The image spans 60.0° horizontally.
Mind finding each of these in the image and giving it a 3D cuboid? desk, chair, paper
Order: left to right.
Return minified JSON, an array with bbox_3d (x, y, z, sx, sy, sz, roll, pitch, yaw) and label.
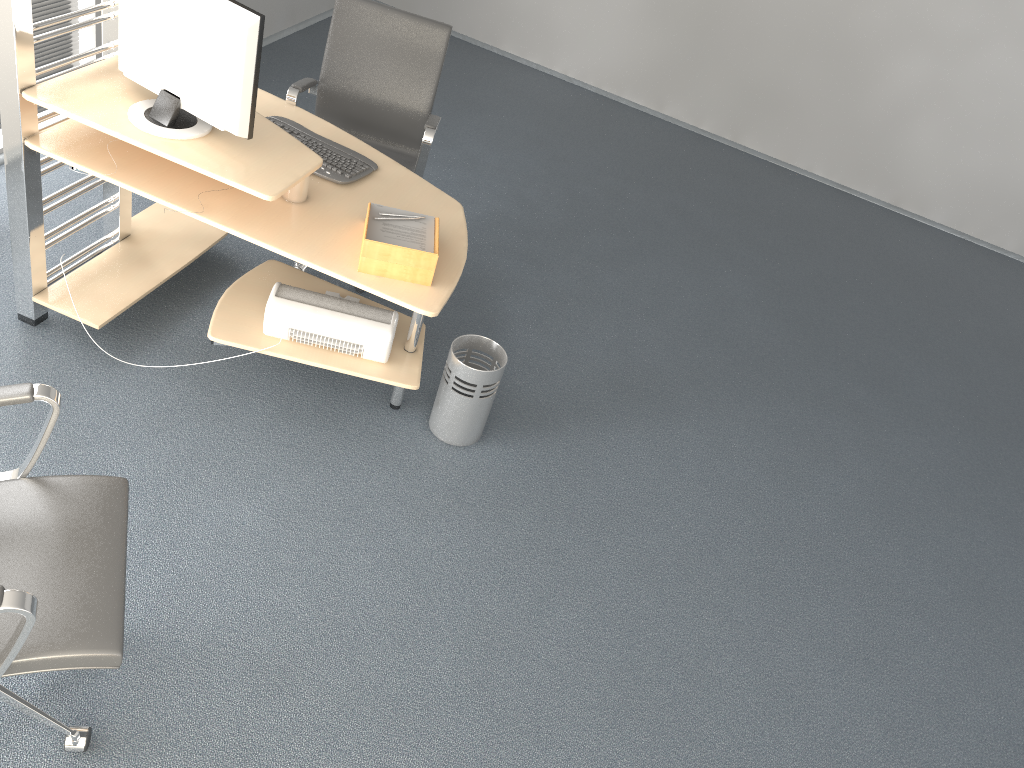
[{"bbox_3d":[-1.148,0.381,1.825,0.652,1.048,0.584,1,41,-23],"label":"chair"},{"bbox_3d":[-0.745,-0.783,3.022,1.469,1.566,0.967,23,37,4],"label":"desk"},{"bbox_3d":[-0.640,-0.967,3.726,0.584,1.048,0.652,15,37,-7],"label":"chair"},{"bbox_3d":[-0.348,-0.470,2.779,0.210,0.010,0.297,10,38,-12],"label":"paper"}]

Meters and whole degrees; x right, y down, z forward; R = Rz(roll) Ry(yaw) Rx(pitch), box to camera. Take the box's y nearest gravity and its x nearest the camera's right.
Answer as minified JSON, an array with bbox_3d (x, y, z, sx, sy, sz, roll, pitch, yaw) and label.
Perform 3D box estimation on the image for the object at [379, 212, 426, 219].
[{"bbox_3d":[-0.350,-0.542,2.852,0.159,0.009,0.008,0,41,-24],"label":"object"}]

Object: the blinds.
[{"bbox_3d":[-2.024,-1.926,2.721,0.022,2.770,1.950,23,37,4],"label":"blinds"}]

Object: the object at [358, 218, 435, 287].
[{"bbox_3d":[-0.358,-0.440,2.802,0.225,0.060,0.309,10,38,-12],"label":"object"}]

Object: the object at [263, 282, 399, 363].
[{"bbox_3d":[-0.619,-0.273,3.138,0.438,0.162,0.351,14,38,-8],"label":"object"}]

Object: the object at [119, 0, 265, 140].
[{"bbox_3d":[-1.006,-0.977,2.620,0.516,0.418,0.245,37,40,21],"label":"object"}]

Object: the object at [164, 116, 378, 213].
[{"bbox_3d":[-0.843,-0.695,2.970,0.478,0.082,0.814,28,38,10],"label":"object"}]

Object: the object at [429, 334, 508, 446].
[{"bbox_3d":[-0.166,0.029,3.271,0.208,0.377,0.208,-8,45,-32],"label":"object"}]

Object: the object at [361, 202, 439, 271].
[{"bbox_3d":[-0.343,-0.482,2.768,0.225,0.060,0.309,10,38,-12],"label":"object"}]

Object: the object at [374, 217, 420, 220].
[{"bbox_3d":[-0.364,-0.528,2.829,0.159,0.009,0.008,-7,44,-30],"label":"object"}]
